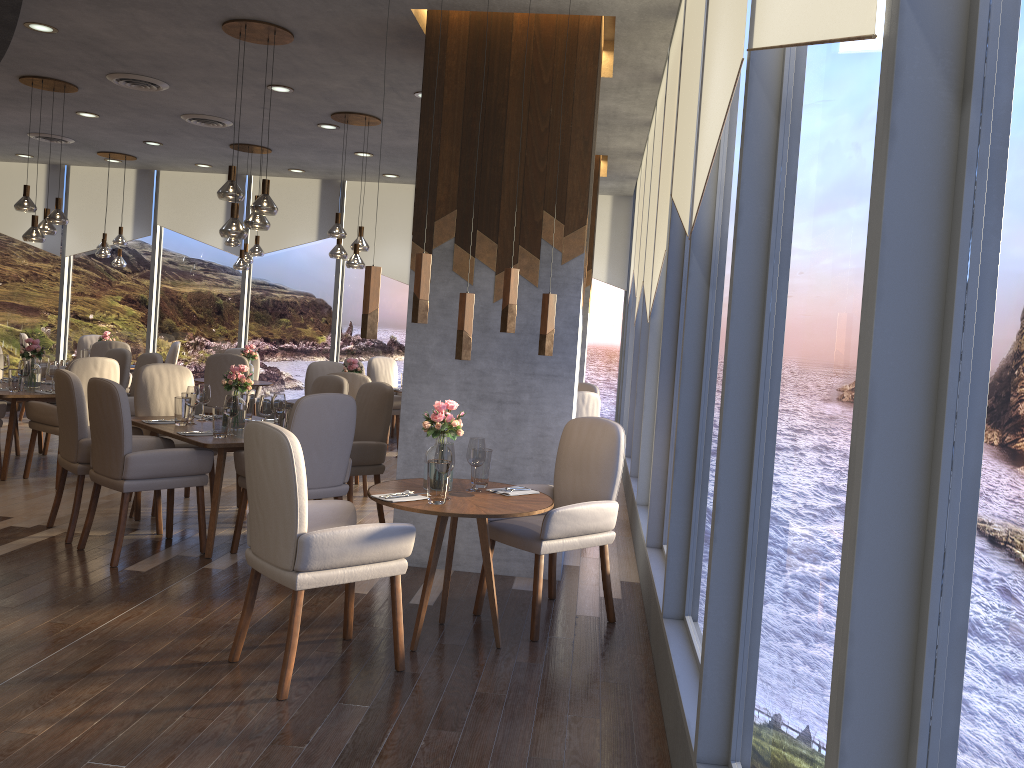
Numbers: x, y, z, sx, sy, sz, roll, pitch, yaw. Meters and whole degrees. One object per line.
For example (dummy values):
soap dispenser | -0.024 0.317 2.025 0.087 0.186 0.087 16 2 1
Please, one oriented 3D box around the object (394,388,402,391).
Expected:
object | -1.255 0.061 10.092 0.255 0.019 0.158 1 4 -38

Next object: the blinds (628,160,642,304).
blinds | 1.482 -2.270 10.443 0.007 2.678 1.174 4 2 5

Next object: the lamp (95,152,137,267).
lamp | -4.802 -2.090 10.690 0.439 1.325 0.440 4 2 -2

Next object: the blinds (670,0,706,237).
blinds | 0.878 -1.974 4.217 0.007 2.678 1.174 4 2 5

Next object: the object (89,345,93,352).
object | -5.010 -0.347 10.596 0.092 0.244 0.092 5 2 40

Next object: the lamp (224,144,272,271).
lamp | -2.873 -1.891 9.608 0.439 1.325 0.439 4 2 8

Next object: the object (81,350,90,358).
object | -5.055 -0.312 10.497 0.102 0.178 0.102 3 2 -34

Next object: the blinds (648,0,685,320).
blinds | 0.980 -1.745 5.481 0.007 2.678 1.174 4 2 5

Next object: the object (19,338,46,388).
object | -4.019 -0.179 7.420 0.210 0.415 0.198 3 2 -37

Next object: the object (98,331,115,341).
object | -4.916 -0.433 10.726 0.198 0.415 0.210 4 2 3

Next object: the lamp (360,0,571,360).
lamp | -0.152 -1.070 3.955 1.160 1.930 0.118 2 2 -40

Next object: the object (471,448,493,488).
object | -0.148 0.399 4.201 0.102 0.178 0.102 3 2 -36

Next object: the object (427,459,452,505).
object | -0.311 0.414 3.738 0.102 0.178 0.102 4 2 -10

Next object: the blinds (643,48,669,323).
blinds | 1.099 -1.791 6.722 0.007 2.678 1.174 4 2 5

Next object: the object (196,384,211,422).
object | -2.070 0.126 5.944 0.092 0.244 0.092 4 2 8

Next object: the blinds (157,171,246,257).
blinds | -4.019 -3.026 11.581 1.173 2.678 0.007 4 1 5

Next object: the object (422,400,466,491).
object | -0.319 0.278 4.043 0.210 0.415 0.198 3 2 -17

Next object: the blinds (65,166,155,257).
blinds | -5.267 -2.976 11.703 1.173 2.678 0.007 4 1 5

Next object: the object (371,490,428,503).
object | -0.465 0.479 3.814 0.158 0.019 0.255 7 5 44

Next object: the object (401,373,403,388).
object | -1.253 -0.035 10.361 0.102 0.178 0.102 5 2 23

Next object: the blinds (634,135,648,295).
blinds | 1.361 -2.207 9.200 0.007 2.678 1.174 4 2 5

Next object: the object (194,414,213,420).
object | -2.094 0.228 6.112 0.157 0.019 0.255 1 4 -40

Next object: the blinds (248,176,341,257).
blinds | -2.765 -2.931 11.461 1.173 2.678 0.007 4 1 5

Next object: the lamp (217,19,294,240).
lamp | -1.656 -1.576 5.642 0.439 1.325 0.440 4 2 -9

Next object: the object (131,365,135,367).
object | -4.680 -0.225 10.849 0.255 0.019 0.158 2 4 -26

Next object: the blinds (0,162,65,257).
blinds | -6.506 -3.071 11.822 1.173 2.678 0.007 4 1 5

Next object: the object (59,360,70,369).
object | -3.740 -0.076 7.405 0.092 0.244 0.092 3 2 -32

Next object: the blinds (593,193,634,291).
blinds | 0.945 -2.542 11.107 1.173 2.678 0.007 4 1 5

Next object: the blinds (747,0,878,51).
blinds | 0.635 -1.826 1.733 0.007 2.678 1.174 4 2 5

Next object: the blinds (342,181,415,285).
blinds | -1.547 -2.540 11.349 1.173 2.678 0.007 4 1 5

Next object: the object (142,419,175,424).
object | -2.245 0.239 5.728 0.255 0.019 0.158 1 4 -41

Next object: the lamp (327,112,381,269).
lamp | -1.424 -1.687 7.854 0.439 1.325 0.439 4 2 13

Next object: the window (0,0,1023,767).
window | -1.564 -1.053 8.601 8.055 3.196 16.150 2 4 -40

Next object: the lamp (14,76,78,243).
lamp | -3.895 -1.835 7.385 0.439 1.325 0.439 4 2 11

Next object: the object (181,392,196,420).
object | -2.178 0.150 5.970 0.102 0.178 0.102 4 2 -14

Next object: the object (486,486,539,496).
object | -0.011 0.493 4.119 0.255 0.019 0.158 1 4 -42

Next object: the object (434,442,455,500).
object | -0.295 0.376 3.845 0.092 0.244 0.092 4 2 -4

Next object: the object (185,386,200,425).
object | -2.072 0.137 5.744 0.092 0.244 0.092 4 2 1

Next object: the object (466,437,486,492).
object | -0.167 0.371 4.093 0.092 0.244 0.092 5 2 28

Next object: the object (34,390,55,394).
object | -3.688 0.060 7.057 0.255 0.019 0.157 6 4 36

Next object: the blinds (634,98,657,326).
blinds | 1.220 -1.861 7.963 0.007 2.678 1.174 4 2 5

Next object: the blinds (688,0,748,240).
blinds | 0.756 -1.889 2.975 0.007 2.678 1.174 4 2 5

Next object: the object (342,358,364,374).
object | -1.443 -0.029 7.974 0.210 0.415 0.198 3 2 -37

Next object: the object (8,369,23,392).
object | -3.886 -0.027 6.934 0.102 0.178 0.102 4 2 6

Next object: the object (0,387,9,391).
object | -4.045 0.038 7.000 0.158 0.019 0.255 7 4 40

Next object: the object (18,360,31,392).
object | -3.878 -0.065 7.043 0.092 0.244 0.092 4 2 -8

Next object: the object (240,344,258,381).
object | -2.870 -0.227 9.656 0.210 0.415 0.198 3 2 -22

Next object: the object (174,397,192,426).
object | -2.098 0.175 5.638 0.102 0.178 0.102 4 2 -5
